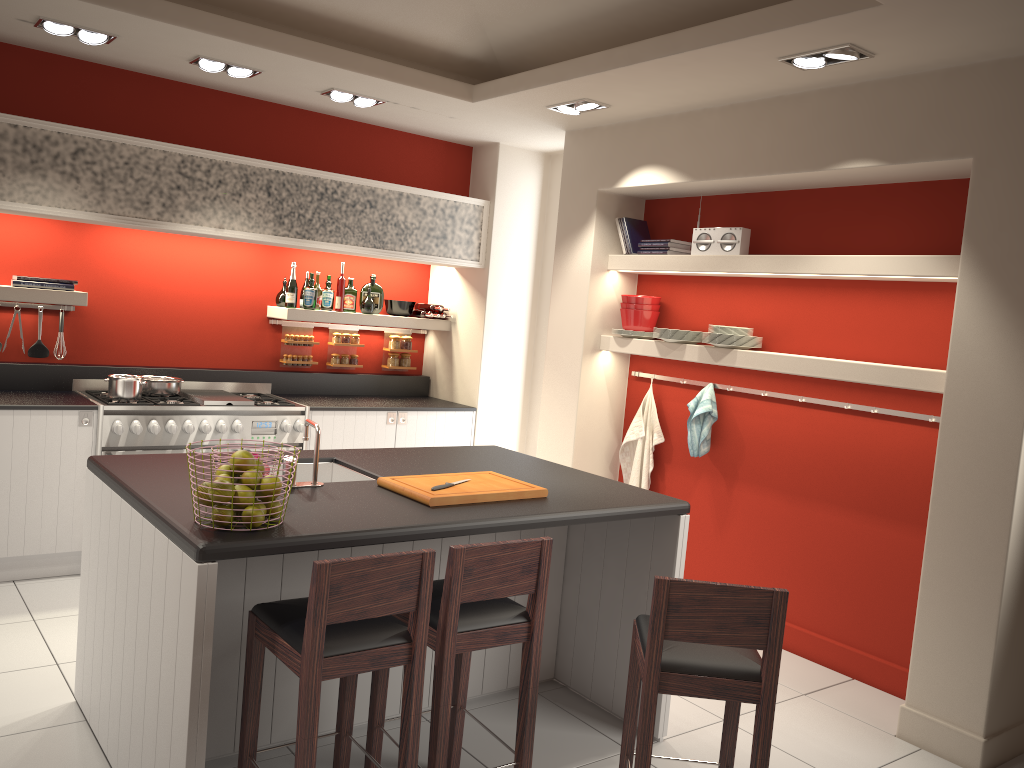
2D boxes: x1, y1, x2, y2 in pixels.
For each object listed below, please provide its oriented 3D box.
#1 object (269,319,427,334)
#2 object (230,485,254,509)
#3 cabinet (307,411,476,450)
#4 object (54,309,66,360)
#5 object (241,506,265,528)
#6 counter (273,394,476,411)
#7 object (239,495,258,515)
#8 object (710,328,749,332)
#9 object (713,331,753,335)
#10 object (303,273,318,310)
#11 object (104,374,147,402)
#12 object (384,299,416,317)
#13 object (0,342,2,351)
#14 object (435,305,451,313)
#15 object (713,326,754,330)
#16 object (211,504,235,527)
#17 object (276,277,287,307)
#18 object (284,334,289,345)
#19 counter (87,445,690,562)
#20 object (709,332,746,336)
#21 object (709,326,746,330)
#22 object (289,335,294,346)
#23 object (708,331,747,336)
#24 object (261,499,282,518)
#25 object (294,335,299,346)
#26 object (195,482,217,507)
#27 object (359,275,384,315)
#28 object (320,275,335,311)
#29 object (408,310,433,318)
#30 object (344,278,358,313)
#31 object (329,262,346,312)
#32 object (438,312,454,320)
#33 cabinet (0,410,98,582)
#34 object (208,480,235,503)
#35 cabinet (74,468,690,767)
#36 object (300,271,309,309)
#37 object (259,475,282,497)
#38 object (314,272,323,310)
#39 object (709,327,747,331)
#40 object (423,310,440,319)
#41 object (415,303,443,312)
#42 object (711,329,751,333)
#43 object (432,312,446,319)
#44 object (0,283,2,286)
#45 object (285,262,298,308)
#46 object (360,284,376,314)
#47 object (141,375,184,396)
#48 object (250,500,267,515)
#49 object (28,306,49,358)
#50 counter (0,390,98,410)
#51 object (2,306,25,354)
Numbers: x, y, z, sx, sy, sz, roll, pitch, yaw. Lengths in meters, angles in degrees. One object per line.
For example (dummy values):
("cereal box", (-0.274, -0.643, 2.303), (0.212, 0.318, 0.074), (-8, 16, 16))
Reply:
("object", (-1.252, -0.445, 6.929), (1.355, 0.034, 0.048), (2, 6, -37))
("object", (-0.826, 0.344, 2.712), (0.076, 0.077, 0.076), (6, 5, 17))
("cabinet", (-1.064, 0.645, 6.643), (1.361, 0.993, 0.687), (2, 6, -37))
("object", (-2.887, -0.317, 5.676), (0.069, 0.328, 0.069), (7, 5, 30))
("object", (-0.785, 0.403, 2.688), (0.068, 0.068, 0.068), (3, 5, -26))
("counter", (-1.020, 0.138, 6.603), (1.360, 0.026, 0.699), (2, 6, -37))
("object", (-0.853, 0.378, 2.827), (0.086, 0.079, 0.084), (6, 4, 8))
("object", (1.274, -0.307, 5.167), (0.255, 0.015, 0.255), (8, 5, 34))
("object", (1.272, -0.293, 5.168), (0.255, 0.015, 0.255), (8, 5, 34))
("object", (-1.452, -0.669, 6.395), (0.094, 0.264, 0.094), (9, 6, 41))
("object", (-2.345, 0.026, 5.380), (0.201, 0.148, 0.201), (1, 6, -45))
("object", (-0.889, -0.597, 7.004), (0.251, 0.121, 0.251), (8, 5, 34))
("object", (-3.171, -0.335, 5.456), (0.067, 0.323, 0.022), (2, 5, -39))
("object", (-0.597, -0.603, 7.106), (0.062, 0.062, 0.366), (2, 6, -37))
("object", (1.275, -0.322, 5.166), (0.255, 0.015, 0.255), (8, 5, 34))
("object", (-0.871, 0.396, 2.673), (0.068, 0.068, 0.068), (3, 5, -26))
("object", (-1.667, -0.677, 6.491), (0.113, 0.226, 0.113), (5, 4, 4))
("object", (-1.664, -0.328, 6.555), (0.034, 0.078, 0.034), (4, 4, -17))
("counter", (-0.485, 0.414, 3.652), (2.054, 0.050, 1.416), (2, 6, -37))
("object", (1.271, -0.283, 5.169), (0.255, 0.015, 0.255), (8, 5, 34))
("object", (1.274, -0.317, 5.166), (0.255, 0.015, 0.255), (8, 5, 34))
("object", (-1.627, -0.323, 6.535), (0.034, 0.078, 0.034), (4, 4, -17))
("object", (1.272, -0.288, 5.168), (0.255, 0.015, 0.255), (8, 5, 34))
("object", (-0.768, 0.393, 2.822), (0.068, 0.068, 0.068), (3, 5, -26))
("object", (-1.596, -0.322, 6.559), (0.034, 0.078, 0.034), (4, 4, -17))
("object", (-0.924, 0.336, 2.698), (0.076, 0.077, 0.076), (6, 5, 17))
("object", (-1.079, -0.690, 6.835), (0.186, 0.303, 0.057), (4, 4, -8))
("object", (-1.381, -0.682, 6.651), (0.094, 0.262, 0.094), (6, 5, 19))
("object", (-0.726, -0.553, 7.015), (0.062, 0.062, 0.366), (2, 6, -37))
("object", (-1.228, -0.672, 6.712), (0.112, 0.260, 0.071), (4, 4, -8))
("object", (-1.303, -0.722, 6.586), (0.062, 0.366, 0.210), (2, 5, -38))
("object", (-0.577, -0.549, 7.131), (0.061, 0.061, 0.366), (2, 6, -37))
("cabinet", (-3.184, 0.588, 5.028), (1.361, 0.993, 0.687), (2, 6, -37))
("object", (-0.870, 0.323, 2.657), (0.077, 0.068, 0.076), (1, 6, -44))
("cabinet", (-0.536, 0.943, 3.687), (2.034, 1.010, 1.424), (2, 6, -37))
("object", (-1.527, -0.696, 6.580), (0.083, 0.277, 0.084), (2, 5, -34))
("object", (-0.750, 0.316, 2.756), (0.067, 0.068, 0.067), (6, 5, 15))
("object", (-1.439, -0.687, 6.537), (0.080, 0.278, 0.080), (2, 5, -34))
("object", (1.274, -0.312, 5.167), (0.255, 0.015, 0.255), (8, 5, 34))
("object", (-0.676, -0.551, 7.053), (0.062, 0.062, 0.366), (2, 6, -37))
("object", (-0.660, -0.607, 7.086), (0.062, 0.062, 0.366), (2, 6, -37))
("object", (1.273, -0.303, 5.167), (0.255, 0.015, 0.255), (8, 5, 34))
("object", (-0.639, -0.552, 7.108), (0.061, 0.061, 0.366), (2, 6, -37))
("object", (-3.147, -0.606, 5.263), (0.160, 0.027, 0.183), (4, 5, -9))
("object", (-1.569, -0.707, 6.329), (0.083, 0.331, 0.083), (7, 5, 24))
("object", (-1.079, -0.639, 6.671), (0.113, 0.226, 0.113), (3, 5, -26))
("object", (-2.322, 0.013, 5.805), (0.309, 0.104, 0.309), (4, 5, -10))
("object", (-0.801, 0.395, 2.769), (0.068, 0.068, 0.068), (3, 5, -26))
("object", (-2.994, -0.328, 5.617), (0.123, 0.330, 0.040), (2, 5, -37))
("counter", (-3.136, 0.082, 4.991), (1.360, 0.026, 0.699), (2, 6, -37))
("object", (-3.094, -0.337, 5.517), (0.124, 0.296, 0.009), (2, 5, -37))
